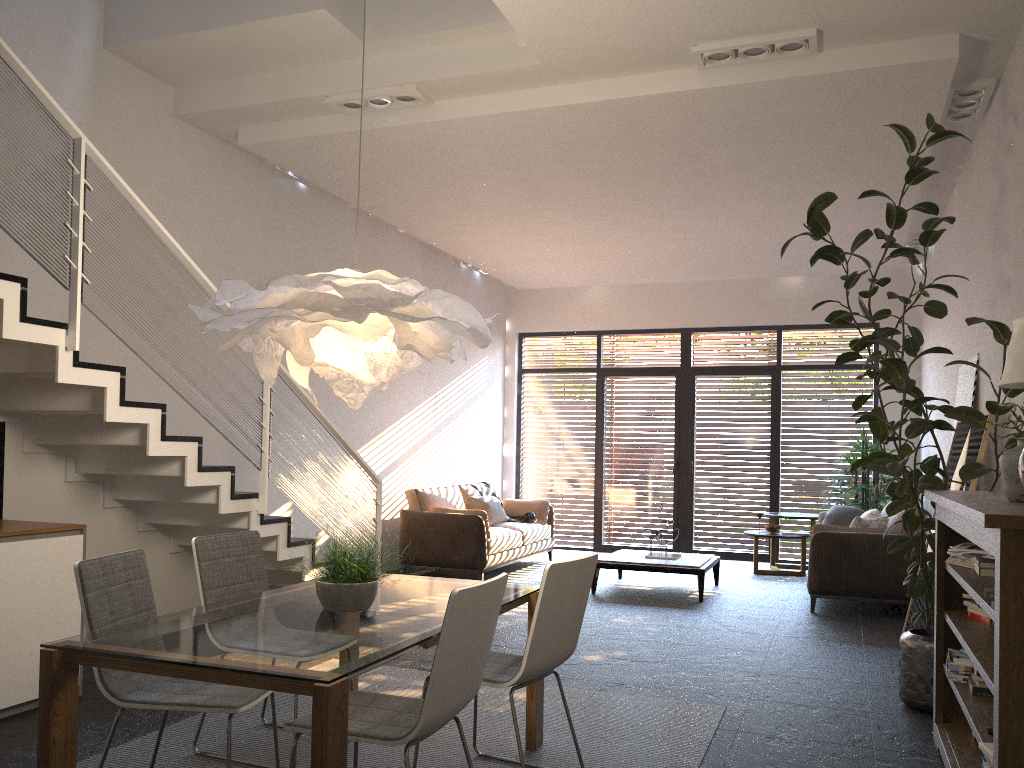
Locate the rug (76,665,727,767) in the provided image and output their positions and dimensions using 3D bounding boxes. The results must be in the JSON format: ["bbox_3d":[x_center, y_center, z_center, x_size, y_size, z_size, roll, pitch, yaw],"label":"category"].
[{"bbox_3d":[-0.632,1.552,3.312,2.370,0.006,3.694,0,-4,20],"label":"rug"}]

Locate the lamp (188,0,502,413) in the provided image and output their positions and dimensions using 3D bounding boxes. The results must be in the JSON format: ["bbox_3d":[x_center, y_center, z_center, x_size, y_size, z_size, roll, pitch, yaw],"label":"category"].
[{"bbox_3d":[-0.560,-2.485,3.389,1.117,5.206,1.063,0,-1,31],"label":"lamp"}]

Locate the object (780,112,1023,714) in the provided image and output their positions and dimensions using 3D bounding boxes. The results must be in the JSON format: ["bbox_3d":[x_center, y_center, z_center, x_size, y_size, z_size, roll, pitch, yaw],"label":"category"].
[{"bbox_3d":[2.138,0.122,4.743,0.908,3.195,2.015,1,-2,-2],"label":"object"}]

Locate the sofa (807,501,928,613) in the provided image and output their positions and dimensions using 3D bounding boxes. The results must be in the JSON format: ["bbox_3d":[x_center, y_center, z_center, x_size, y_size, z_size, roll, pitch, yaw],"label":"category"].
[{"bbox_3d":[3.339,1.545,8.333,0.993,0.918,2.326,0,-4,20],"label":"sofa"}]

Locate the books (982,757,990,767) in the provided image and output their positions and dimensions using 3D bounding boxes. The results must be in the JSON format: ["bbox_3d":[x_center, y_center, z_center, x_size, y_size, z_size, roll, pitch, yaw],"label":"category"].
[{"bbox_3d":[1.932,1.498,3.436,0.270,0.050,0.258,3,-4,-24],"label":"books"}]

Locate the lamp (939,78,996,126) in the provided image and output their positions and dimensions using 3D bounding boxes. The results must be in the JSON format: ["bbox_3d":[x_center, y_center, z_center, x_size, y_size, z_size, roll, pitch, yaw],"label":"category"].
[{"bbox_3d":[2.818,-1.760,5.509,0.253,0.066,0.646,0,-4,20],"label":"lamp"}]

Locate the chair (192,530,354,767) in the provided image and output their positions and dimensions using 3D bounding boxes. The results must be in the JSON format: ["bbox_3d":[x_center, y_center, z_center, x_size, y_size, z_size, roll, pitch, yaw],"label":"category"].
[{"bbox_3d":[-1.043,1.131,3.884,0.601,0.918,0.476,0,-2,23],"label":"chair"}]

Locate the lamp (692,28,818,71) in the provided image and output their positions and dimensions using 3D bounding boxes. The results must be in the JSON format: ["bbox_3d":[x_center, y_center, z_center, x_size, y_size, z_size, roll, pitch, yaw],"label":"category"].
[{"bbox_3d":[1.327,-1.839,4.840,0.645,0.066,0.254,0,-4,20],"label":"lamp"}]

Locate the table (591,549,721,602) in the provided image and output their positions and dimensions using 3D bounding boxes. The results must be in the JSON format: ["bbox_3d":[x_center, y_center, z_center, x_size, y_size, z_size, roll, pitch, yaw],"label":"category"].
[{"bbox_3d":[1.407,1.827,8.553,1.049,0.306,1.118,0,-4,20],"label":"table"}]

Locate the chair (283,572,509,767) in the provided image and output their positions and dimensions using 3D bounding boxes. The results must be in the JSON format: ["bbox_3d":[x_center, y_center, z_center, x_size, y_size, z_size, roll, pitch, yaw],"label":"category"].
[{"bbox_3d":[-0.360,1.068,2.831,0.601,0.918,0.476,0,-2,21],"label":"chair"}]

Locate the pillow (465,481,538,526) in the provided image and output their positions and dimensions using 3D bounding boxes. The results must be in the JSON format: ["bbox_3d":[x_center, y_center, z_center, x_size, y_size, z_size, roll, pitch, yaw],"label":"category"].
[{"bbox_3d":[-0.320,1.491,10.230,0.956,0.707,1.019,-2,-4,45],"label":"pillow"}]

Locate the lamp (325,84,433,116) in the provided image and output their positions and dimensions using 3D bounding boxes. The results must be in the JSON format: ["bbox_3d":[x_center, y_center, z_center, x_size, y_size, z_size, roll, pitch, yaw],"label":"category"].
[{"bbox_3d":[-0.848,-1.823,5.651,0.645,0.066,0.254,0,-4,20],"label":"lamp"}]

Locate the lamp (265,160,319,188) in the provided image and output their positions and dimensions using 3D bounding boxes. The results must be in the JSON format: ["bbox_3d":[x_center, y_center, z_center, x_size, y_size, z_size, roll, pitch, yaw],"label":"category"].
[{"bbox_3d":[-1.705,-1.726,7.196,0.253,0.066,0.646,0,-4,20],"label":"lamp"}]

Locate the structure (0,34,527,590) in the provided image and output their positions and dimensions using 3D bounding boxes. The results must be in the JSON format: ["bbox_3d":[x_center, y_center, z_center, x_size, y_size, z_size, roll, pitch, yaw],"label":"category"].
[{"bbox_3d":[-1.344,-2.665,2.619,4.233,8.297,8.478,1,-3,20],"label":"structure"}]

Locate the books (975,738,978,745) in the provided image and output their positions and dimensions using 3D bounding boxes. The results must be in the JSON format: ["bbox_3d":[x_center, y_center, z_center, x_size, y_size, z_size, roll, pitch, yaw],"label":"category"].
[{"bbox_3d":[2.099,1.441,3.835,0.167,0.241,0.099,0,-2,20],"label":"books"}]

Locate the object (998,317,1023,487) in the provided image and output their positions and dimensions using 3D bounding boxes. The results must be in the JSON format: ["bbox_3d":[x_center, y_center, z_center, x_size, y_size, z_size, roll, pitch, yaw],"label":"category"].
[{"bbox_3d":[1.679,0.093,2.658,0.389,0.581,0.390,2,-2,-10],"label":"object"}]

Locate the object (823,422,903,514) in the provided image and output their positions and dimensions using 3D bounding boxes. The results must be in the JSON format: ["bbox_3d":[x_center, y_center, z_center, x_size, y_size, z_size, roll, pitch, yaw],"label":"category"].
[{"bbox_3d":[3.947,1.267,9.849,0.979,1.721,0.914,2,-2,-14],"label":"object"}]

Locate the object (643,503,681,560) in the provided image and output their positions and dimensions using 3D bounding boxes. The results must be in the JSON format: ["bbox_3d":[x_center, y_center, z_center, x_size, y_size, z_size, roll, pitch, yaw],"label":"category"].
[{"bbox_3d":[-0.765,-0.871,4.971,0.365,4.467,8.924,0,-3,32],"label":"object"}]

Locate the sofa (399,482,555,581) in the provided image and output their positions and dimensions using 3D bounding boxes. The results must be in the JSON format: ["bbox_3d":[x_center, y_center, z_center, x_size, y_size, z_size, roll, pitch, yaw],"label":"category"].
[{"bbox_3d":[-0.327,1.573,9.700,0.993,0.918,2.326,0,-4,20],"label":"sofa"}]

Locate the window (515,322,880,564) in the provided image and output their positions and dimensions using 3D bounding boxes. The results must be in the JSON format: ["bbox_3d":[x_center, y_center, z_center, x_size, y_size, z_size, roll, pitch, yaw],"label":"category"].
[{"bbox_3d":[2.251,0.719,11.419,4.941,3.024,0.460,0,-1,20],"label":"window"}]

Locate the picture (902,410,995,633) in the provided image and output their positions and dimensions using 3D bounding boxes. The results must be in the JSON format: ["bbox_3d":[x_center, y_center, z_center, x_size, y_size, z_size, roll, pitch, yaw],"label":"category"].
[{"bbox_3d":[2.739,0.997,5.641,0.386,1.603,1.500,1,-3,20],"label":"picture"}]

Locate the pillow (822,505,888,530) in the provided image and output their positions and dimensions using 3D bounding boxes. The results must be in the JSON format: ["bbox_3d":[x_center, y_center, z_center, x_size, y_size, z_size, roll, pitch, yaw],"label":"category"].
[{"bbox_3d":[3.236,1.363,8.416,0.618,0.342,1.897,0,-4,21],"label":"pillow"}]

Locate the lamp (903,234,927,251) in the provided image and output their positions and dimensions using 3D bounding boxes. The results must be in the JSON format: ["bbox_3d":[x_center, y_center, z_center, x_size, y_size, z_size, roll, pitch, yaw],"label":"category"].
[{"bbox_3d":[4.162,-1.469,9.115,0.253,0.066,0.646,0,-4,20],"label":"lamp"}]

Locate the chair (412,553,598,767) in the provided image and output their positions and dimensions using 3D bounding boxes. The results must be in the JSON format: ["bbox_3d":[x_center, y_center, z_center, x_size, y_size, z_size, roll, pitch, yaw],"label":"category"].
[{"bbox_3d":[-0.015,1.122,3.487,0.601,0.918,0.476,0,-2,30],"label":"chair"}]

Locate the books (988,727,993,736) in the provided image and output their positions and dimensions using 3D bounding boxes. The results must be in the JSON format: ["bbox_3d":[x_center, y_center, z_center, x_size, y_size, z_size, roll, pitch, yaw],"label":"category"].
[{"bbox_3d":[1.612,1.090,2.723,0.147,0.023,0.221,3,-5,-28],"label":"books"}]

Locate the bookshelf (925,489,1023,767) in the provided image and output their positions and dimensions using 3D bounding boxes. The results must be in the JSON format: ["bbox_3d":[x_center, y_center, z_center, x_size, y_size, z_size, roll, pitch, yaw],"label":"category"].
[{"bbox_3d":[1.858,1.020,3.289,0.451,1.170,1.923,1,-3,20],"label":"bookshelf"}]

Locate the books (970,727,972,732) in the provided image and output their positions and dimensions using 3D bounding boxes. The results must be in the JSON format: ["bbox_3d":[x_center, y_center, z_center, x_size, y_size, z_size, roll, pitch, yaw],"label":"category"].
[{"bbox_3d":[2.163,1.456,3.992,0.171,0.234,0.100,0,-2,20],"label":"books"}]

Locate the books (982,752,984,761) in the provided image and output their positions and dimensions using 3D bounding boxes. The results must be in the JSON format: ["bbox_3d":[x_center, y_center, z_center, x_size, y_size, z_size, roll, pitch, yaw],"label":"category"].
[{"bbox_3d":[2.009,1.421,3.611,0.167,0.241,0.104,0,-2,20],"label":"books"}]

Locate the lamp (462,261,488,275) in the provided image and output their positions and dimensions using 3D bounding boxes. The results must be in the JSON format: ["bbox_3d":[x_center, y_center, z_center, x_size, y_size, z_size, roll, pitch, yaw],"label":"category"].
[{"bbox_3d":[-0.361,-1.435,10.802,0.253,0.066,0.646,0,-4,20],"label":"lamp"}]

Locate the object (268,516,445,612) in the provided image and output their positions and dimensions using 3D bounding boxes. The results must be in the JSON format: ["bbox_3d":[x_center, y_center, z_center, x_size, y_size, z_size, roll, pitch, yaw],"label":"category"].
[{"bbox_3d":[-0.606,0.676,3.320,0.531,0.367,0.669,0,-4,16],"label":"object"}]

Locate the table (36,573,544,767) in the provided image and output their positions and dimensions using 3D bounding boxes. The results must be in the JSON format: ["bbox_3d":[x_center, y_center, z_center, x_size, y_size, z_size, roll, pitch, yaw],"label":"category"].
[{"bbox_3d":[-0.635,1.198,3.305,0.997,0.713,1.804,0,-4,20],"label":"table"}]

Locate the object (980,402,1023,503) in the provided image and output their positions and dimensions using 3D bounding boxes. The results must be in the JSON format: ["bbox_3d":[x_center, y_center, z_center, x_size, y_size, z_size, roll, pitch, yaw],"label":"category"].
[{"bbox_3d":[1.916,0.225,3.228,0.385,0.412,0.276,1,-2,-1],"label":"object"}]

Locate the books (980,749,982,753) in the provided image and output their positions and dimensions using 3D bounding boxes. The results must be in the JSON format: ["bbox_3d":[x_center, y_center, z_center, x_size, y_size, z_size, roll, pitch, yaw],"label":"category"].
[{"bbox_3d":[2.065,1.440,3.729,0.171,0.224,0.083,0,-2,20],"label":"books"}]

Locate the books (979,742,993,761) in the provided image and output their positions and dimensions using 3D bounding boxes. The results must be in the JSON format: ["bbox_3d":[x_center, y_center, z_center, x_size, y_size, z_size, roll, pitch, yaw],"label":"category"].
[{"bbox_3d":[1.571,1.158,2.726,0.174,0.019,0.244,0,-4,10],"label":"books"}]

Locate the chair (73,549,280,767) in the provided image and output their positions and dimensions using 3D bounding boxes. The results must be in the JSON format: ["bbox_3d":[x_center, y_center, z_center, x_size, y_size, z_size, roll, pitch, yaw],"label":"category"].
[{"bbox_3d":[-1.171,1.074,3.133,0.601,0.918,0.476,1,-2,6],"label":"chair"}]

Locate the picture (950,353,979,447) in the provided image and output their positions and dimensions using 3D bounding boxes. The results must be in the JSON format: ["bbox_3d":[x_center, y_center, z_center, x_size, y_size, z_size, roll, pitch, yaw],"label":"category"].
[{"bbox_3d":[3.135,0.842,6.310,0.207,2.016,0.959,1,-2,20],"label":"picture"}]
